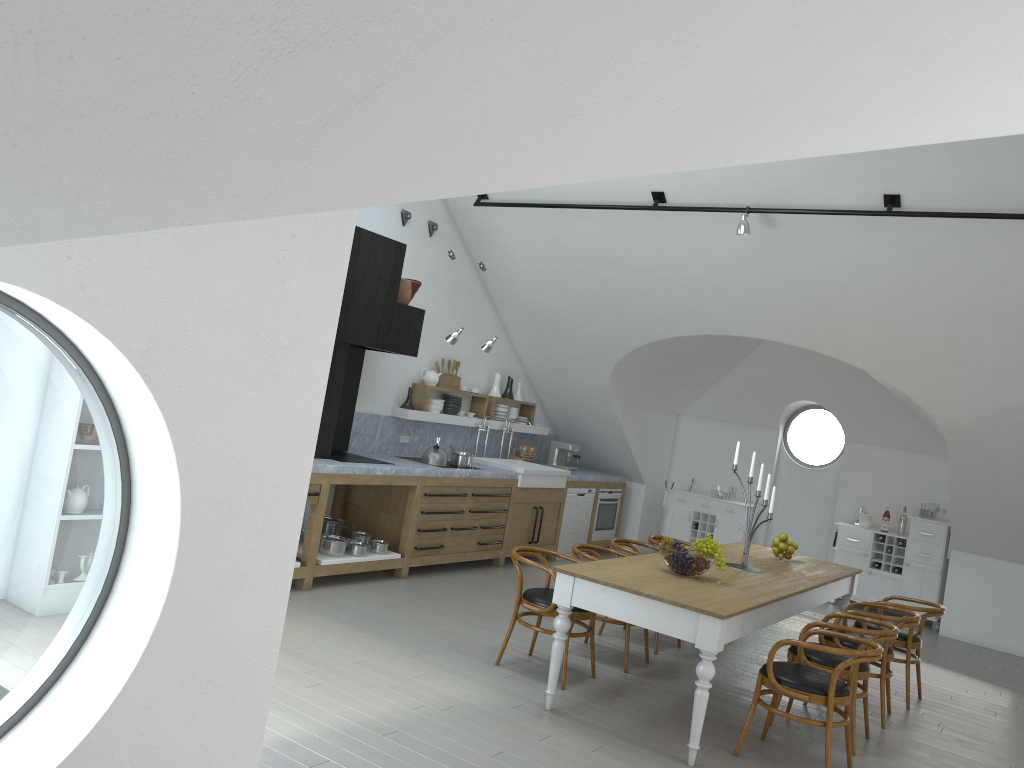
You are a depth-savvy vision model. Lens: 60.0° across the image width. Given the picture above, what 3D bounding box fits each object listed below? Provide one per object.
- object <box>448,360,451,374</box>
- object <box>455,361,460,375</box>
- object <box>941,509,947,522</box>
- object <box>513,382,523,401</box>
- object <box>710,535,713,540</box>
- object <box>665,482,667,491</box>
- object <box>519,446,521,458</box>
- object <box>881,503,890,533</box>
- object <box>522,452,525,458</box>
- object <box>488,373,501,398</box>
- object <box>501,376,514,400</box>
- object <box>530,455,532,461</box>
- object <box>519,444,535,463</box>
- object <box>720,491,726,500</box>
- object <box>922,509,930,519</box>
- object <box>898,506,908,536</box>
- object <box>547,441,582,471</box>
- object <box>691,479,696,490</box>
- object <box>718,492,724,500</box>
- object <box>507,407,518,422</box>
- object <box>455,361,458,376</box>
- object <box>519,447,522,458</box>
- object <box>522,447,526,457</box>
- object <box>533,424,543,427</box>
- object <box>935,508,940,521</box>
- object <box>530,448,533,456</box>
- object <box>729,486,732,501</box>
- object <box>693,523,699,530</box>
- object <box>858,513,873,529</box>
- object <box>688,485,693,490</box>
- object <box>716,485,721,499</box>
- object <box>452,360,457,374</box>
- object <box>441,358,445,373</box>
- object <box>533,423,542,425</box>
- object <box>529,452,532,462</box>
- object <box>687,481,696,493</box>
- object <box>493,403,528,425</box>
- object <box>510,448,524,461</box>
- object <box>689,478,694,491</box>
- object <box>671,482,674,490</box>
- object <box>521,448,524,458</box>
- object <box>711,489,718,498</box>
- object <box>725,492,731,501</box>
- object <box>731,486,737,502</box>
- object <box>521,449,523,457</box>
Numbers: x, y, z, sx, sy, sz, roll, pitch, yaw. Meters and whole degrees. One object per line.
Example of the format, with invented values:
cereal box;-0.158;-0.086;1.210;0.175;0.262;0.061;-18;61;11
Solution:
object;-0.666;-0.110;9.331;0.040;0.300;0.061;8;-3;31
object;-0.599;-0.097;9.403;0.039;0.298;0.067;8;-3;33
object;4.799;1.461;9.845;0.046;0.143;0.046;7;-4;45
object;0.077;0.087;10.455;0.156;0.219;0.155;9;-2;15
object;2.492;1.911;10.984;0.082;0.083;0.316;8;-2;33
object;1.981;1.374;11.346;0.088;0.269;0.029;9;-3;7
object;0.093;0.836;10.526;0.040;0.192;0.042;11;-3;-19
object;4.291;1.532;10.158;0.081;0.330;0.081;8;-3;29
object;0.132;0.855;10.512;0.044;0.179;0.019;9;-3;18
object;-0.176;0.011;10.046;0.156;0.268;0.155;9;-2;22
object;-0.031;0.040;10.264;0.156;0.268;0.155;8;-3;38
object;0.228;0.865;10.711;0.019;0.196;0.022;8;-3;34
object;0.178;0.845;10.677;0.104;0.223;0.199;8;-3;33
object;2.644;1.398;11.081;0.094;0.093;0.093;9;-2;21
object;4.590;1.447;9.851;0.081;0.105;0.082;10;-2;-18
object;4.437;1.554;10.054;0.085;0.331;0.085;10;-3;-8
object;0.693;0.893;10.887;0.387;0.321;0.323;8;-2;33
object;2.335;1.299;11.410;0.024;0.164;0.039;12;-4;-44
object;2.591;1.392;11.006;0.077;0.085;0.077;9;-2;21
object;-0.005;0.352;10.297;0.157;0.160;0.154;11;-2;-29
object;-0.594;-0.095;9.444;0.030;0.294;0.057;8;-3;33
object;0.097;0.839;10.499;0.019;0.196;0.022;9;-3;22
object;0.134;0.842;10.499;0.040;0.192;0.042;11;-3;-20
object;0.270;0.501;10.808;0.213;0.025;0.213;9;-1;21
object;4.727;1.449;9.854;0.046;0.143;0.046;7;-4;45
object;0.227;0.861;10.684;0.040;0.192;0.042;10;-3;-6
object;2.721;1.367;11.051;0.054;0.179;0.054;9;-3;11
object;2.325;1.780;11.067;0.082;0.085;0.316;8;-2;34
object;4.084;1.585;10.252;0.157;0.160;0.154;11;-2;-29
object;2.325;1.311;11.435;0.097;0.137;0.029;8;-3;37
object;2.577;1.348;11.070;0.048;0.169;0.048;9;-3;21
object;-0.631;-0.104;9.349;0.019;0.300;0.057;8;-3;33
object;-0.730;-0.124;9.232;0.028;0.299;0.055;8;-3;33
object;0.272;0.492;10.808;0.213;0.025;0.213;9;-1;21
object;0.226;0.865;10.701;0.018;0.196;0.020;11;-3;-34
object;2.316;1.330;11.428;0.101;0.138;0.066;8;-3;33
object;-0.026;0.351;10.310;0.198;0.196;0.655;8;-2;33
object;0.063;0.848;10.485;0.100;0.171;0.172;8;-2;35
object;2.316;1.294;11.440;0.039;0.175;0.054;8;-3;33
object;2.026;1.381;11.316;0.029;0.269;0.088;11;-3;-30
object;0.117;0.843;10.508;0.023;0.196;0.018;8;-3;28
object;2.508;1.368;11.019;0.081;0.105;0.082;12;-3;-43
object;2.673;1.399;10.994;0.071;0.099;0.071;11;-3;-33
object;2.752;1.367;10.995;0.063;0.187;0.063;9;-3;19
object;0.108;0.850;10.483;0.019;0.179;0.044;10;-3;-2
